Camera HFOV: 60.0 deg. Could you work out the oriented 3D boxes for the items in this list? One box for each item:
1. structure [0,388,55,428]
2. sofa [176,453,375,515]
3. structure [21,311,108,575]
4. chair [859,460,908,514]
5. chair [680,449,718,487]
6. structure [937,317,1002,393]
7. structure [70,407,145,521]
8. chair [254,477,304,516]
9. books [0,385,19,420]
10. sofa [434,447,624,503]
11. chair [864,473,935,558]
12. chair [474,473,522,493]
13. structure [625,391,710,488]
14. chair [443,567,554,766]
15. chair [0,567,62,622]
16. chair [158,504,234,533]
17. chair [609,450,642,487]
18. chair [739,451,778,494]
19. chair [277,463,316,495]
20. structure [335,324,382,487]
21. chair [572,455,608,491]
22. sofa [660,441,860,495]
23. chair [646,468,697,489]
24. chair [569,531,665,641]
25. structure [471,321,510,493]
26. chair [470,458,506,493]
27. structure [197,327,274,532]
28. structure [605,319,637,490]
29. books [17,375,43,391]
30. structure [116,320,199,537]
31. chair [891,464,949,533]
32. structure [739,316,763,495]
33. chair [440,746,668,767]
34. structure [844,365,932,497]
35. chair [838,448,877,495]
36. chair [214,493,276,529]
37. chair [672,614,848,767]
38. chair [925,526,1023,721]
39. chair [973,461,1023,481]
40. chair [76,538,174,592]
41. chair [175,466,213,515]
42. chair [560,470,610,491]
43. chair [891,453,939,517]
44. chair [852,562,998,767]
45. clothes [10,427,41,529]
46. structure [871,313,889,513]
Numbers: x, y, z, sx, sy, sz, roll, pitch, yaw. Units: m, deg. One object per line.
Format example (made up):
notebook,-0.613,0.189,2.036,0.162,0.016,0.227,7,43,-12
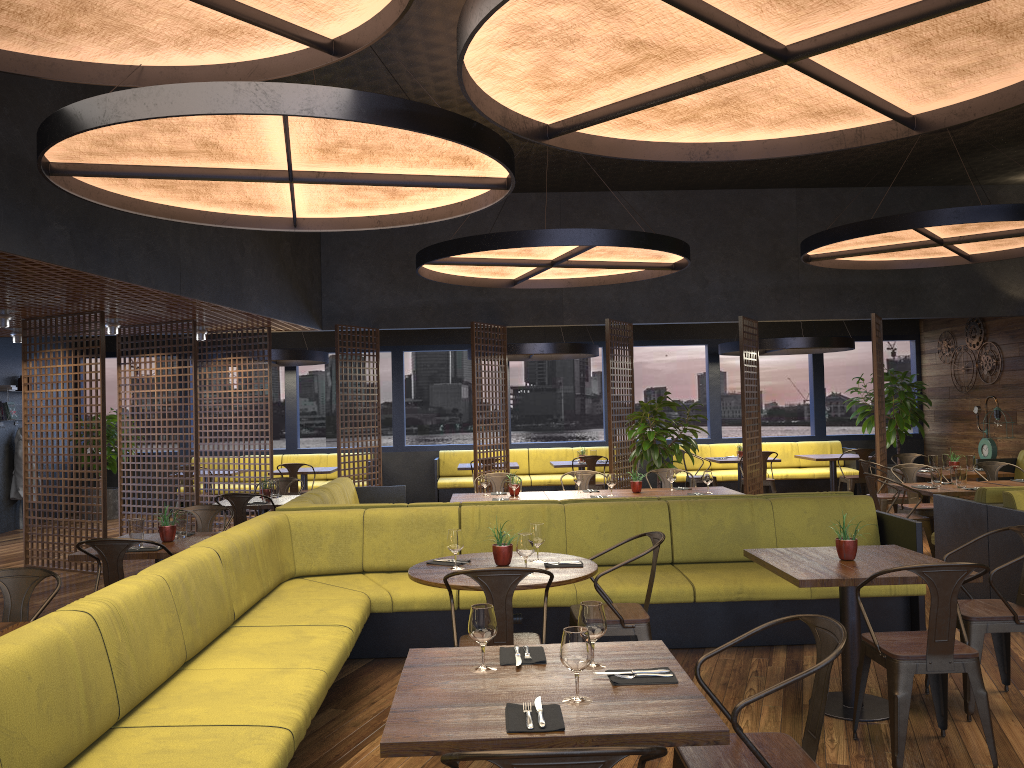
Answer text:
structure,-7.121,0.352,12.998,0.293,0.563,1.220,-1,-1,-2
sofa,-3.783,1.622,14.392,3.061,0.914,0.966,-1,-1,-2
structure,-4.768,0.622,9.420,1.319,2.700,0.050,-2,-2,28
chair,4.258,1.315,10.098,0.541,0.917,0.504,-1,-1,-1
chair,2.805,1.433,13.321,0.541,0.917,0.504,-1,-1,-1
structure,7.045,-0.448,13.754,0.058,1.178,1.791,-1,-1,-2
structure,-6.520,1.259,14.243,1.166,1.763,0.993,0,-2,-31
chair,-2.437,1.452,9.255,0.504,0.917,0.541,-1,-1,-1
books,-7.149,0.266,12.559,0.223,0.489,0.286,-1,-2,-10
sofa,0.288,1.528,14.511,3.061,0.914,0.966,-1,-1,-2
chair,3.602,1.284,8.296,0.541,0.917,0.504,-1,-1,-1
chair,-0.136,1.396,9.184,0.504,0.917,0.541,-1,-1,-1
structure,1.818,0.974,10.885,1.166,1.763,0.993,0,-2,-31
chair,-0.054,1.262,4.108,0.504,0.917,0.541,-1,-1,-1
chair,-2.275,1.308,3.872,0.504,0.917,0.541,-1,-1,-1
chair,-2.338,1.380,6.570,0.504,0.917,0.541,-1,-1,-1
chair,1.691,1.458,13.227,0.541,0.917,0.504,-1,-1,-1
chair,3.505,1.398,12.594,0.504,0.917,0.541,-1,-1,-1
chair,-3.006,1.548,12.402,0.504,0.917,0.541,-1,-1,-1
structure,-1.965,0.608,11.436,0.050,2.700,0.852,-2,-2,28
chair,1.104,1.453,12.523,0.504,0.917,0.541,-1,-1,-1
sofa,4.075,1.441,14.623,3.061,0.914,0.966,-1,-1,-2
chair,1.670,1.354,9.237,0.504,0.917,0.541,-1,-1,-1
chair,0.557,1.264,4.746,0.541,0.917,0.504,-1,-1,-1
structure,-0.266,0.569,11.486,0.050,2.700,0.852,-2,-2,28
chair,-0.326,1.486,12.481,0.504,0.917,0.541,-1,-1,-1
structure,-3.625,0.650,11.539,1.319,2.700,0.050,-2,-2,28
structure,1.433,0.530,11.537,0.050,2.700,0.852,-2,-2,28
books,-7.183,-0.003,13.239,0.177,0.245,0.450,-1,-1,-2
structure,-4.196,0.636,10.479,1.319,2.700,0.050,-2,-2,28
chair,4.191,1.290,9.071,0.504,0.917,0.541,-1,-1,-1
structure,3.132,0.491,11.587,0.050,2.700,0.852,-2,-2,28
chair,0.100,1.204,2.050,0.504,0.917,0.541,-1,-1,-1
structure,6.254,0.751,14.543,1.493,2.184,1.272,-1,-1,-2
chair,4.934,1.365,12.636,0.504,0.917,0.541,-1,-1,-1
chair,-2.402,1.420,8.030,0.504,0.917,0.541,-1,-1,-1
chair,0.768,1.207,2.769,0.541,0.917,0.504,-1,-1,-1
chair,2.511,1.214,4.633,0.541,0.917,0.504,-1,-1,-1
chair,5.059,1.270,9.096,0.504,0.917,0.541,-1,-1,-1
chair,-2.302,1.347,5.325,0.504,0.917,0.541,-1,-1,-1
chair,-4.435,1.581,12.360,0.504,0.917,0.541,-1,-1,-1
chair,0.770,1.375,9.211,0.504,0.917,0.541,-1,-1,-1
chair,4.964,1.318,10.865,0.504,0.917,0.541,-1,-1,-1
chair,1.834,1.213,3.966,0.504,0.917,0.541,-1,-1,-1
clothes,-7.067,1.371,12.953,0.401,1.494,0.423,-1,-1,-6
structure,4.831,0.452,11.637,0.050,2.700,0.852,-2,-2,28
